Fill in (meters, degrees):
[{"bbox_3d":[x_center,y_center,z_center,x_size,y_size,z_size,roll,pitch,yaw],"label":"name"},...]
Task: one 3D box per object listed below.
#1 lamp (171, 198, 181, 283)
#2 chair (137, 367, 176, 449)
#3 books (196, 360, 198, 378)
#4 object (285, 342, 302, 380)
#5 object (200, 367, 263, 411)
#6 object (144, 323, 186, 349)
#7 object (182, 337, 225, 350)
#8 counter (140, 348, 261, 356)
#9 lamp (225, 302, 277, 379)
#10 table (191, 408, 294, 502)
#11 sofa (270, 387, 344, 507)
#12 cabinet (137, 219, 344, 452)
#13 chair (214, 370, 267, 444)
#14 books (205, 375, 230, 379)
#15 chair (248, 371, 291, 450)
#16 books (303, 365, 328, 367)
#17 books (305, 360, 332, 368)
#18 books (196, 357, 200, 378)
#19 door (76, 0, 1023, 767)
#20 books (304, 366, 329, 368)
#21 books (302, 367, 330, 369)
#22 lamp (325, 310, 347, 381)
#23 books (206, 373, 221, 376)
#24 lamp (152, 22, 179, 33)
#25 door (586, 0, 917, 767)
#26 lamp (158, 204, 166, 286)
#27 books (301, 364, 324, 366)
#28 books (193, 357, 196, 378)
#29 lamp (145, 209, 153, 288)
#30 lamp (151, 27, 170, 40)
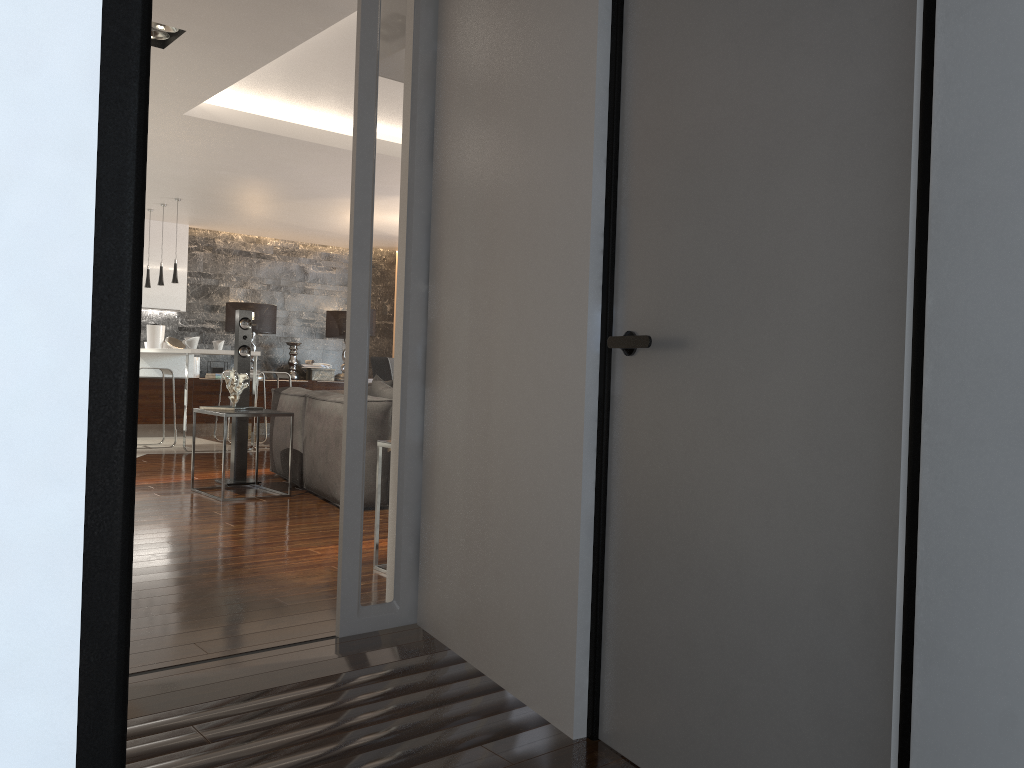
[{"bbox_3d":[-3.360,-1.431,8.808,0.061,0.845,0.055,2,0,-40],"label":"lamp"},{"bbox_3d":[-3.673,0.235,8.886,0.454,0.800,0.398,2,0,-40],"label":"chair"},{"bbox_3d":[-3.771,-0.179,10.452,0.022,0.205,0.147,2,0,-39],"label":"books"},{"bbox_3d":[-2.848,-0.299,11.444,0.206,0.485,0.210,2,0,8],"label":"object"},{"bbox_3d":[-1.912,0.030,6.021,0.275,0.287,0.294,2,0,20],"label":"object"},{"bbox_3d":[-4.075,-0.549,10.335,0.434,0.298,0.548,2,1,-27],"label":"object"},{"bbox_3d":[-3.153,-0.415,8.974,0.462,0.133,0.178,1,1,-39],"label":"object"},{"bbox_3d":[-4.937,-0.383,8.383,4.250,0.041,2.548,1,1,-40],"label":"counter"},{"bbox_3d":[-3.281,-0.535,11.034,0.561,0.933,0.624,2,0,41],"label":"lamp"},{"bbox_3d":[-1.826,0.459,5.945,0.475,0.563,0.568,2,0,-40],"label":"table"},{"bbox_3d":[-0.301,0.431,6.641,2.607,0.704,2.603,2,1,-30],"label":"sofa"},{"bbox_3d":[-3.236,-0.598,8.722,7.297,2.500,4.210,1,1,-40],"label":"cabinet"},{"bbox_3d":[-3.006,0.247,9.769,0.454,0.800,0.398,2,0,-40],"label":"chair"},{"bbox_3d":[-3.506,-0.084,10.518,0.172,0.034,0.254,2,1,29],"label":"books"},{"bbox_3d":[-2.583,0.269,9.252,0.454,0.800,0.398,2,0,-40],"label":"chair"},{"bbox_3d":[-2.599,-0.236,11.632,0.255,0.011,0.316,2,1,-2],"label":"books"},{"bbox_3d":[-2.573,-0.260,11.702,0.286,0.109,0.307,2,1,-30],"label":"books"},{"bbox_3d":[-3.765,-0.198,10.483,0.025,0.243,0.166,2,0,-39],"label":"books"},{"bbox_3d":[0.441,-0.151,0.481,1.055,2.093,0.926,2,0,-40],"label":"door"},{"bbox_3d":[-2.585,-0.226,11.646,0.255,0.011,0.316,2,1,-2],"label":"books"},{"bbox_3d":[-2.591,-0.215,11.630,0.250,0.011,0.322,2,1,8],"label":"books"},{"bbox_3d":[-2.223,-0.509,11.928,0.608,0.933,0.576,2,0,-13],"label":"lamp"},{"bbox_3d":[-3.505,-0.113,10.509,0.159,0.024,0.238,2,1,30],"label":"books"},{"bbox_3d":[-1.718,-1.780,4.314,0.186,0.077,0.168,2,1,-34],"label":"lamp"},{"bbox_3d":[0.474,-0.167,1.753,0.161,2.093,0.953,2,0,-28],"label":"door"},{"bbox_3d":[-3.637,-1.446,9.147,0.061,0.845,0.055,2,0,-40],"label":"lamp"},{"bbox_3d":[-2.604,-0.247,11.625,0.252,0.011,0.319,2,1,3],"label":"books"},{"bbox_3d":[-3.788,-0.198,10.436,0.020,0.244,0.165,2,0,-39],"label":"books"},{"bbox_3d":[-3.914,-1.460,9.485,0.061,0.845,0.055,2,0,-40],"label":"lamp"},{"bbox_3d":[-1.826,-1.785,4.446,0.186,0.077,0.167,1,1,-45],"label":"lamp"}]
